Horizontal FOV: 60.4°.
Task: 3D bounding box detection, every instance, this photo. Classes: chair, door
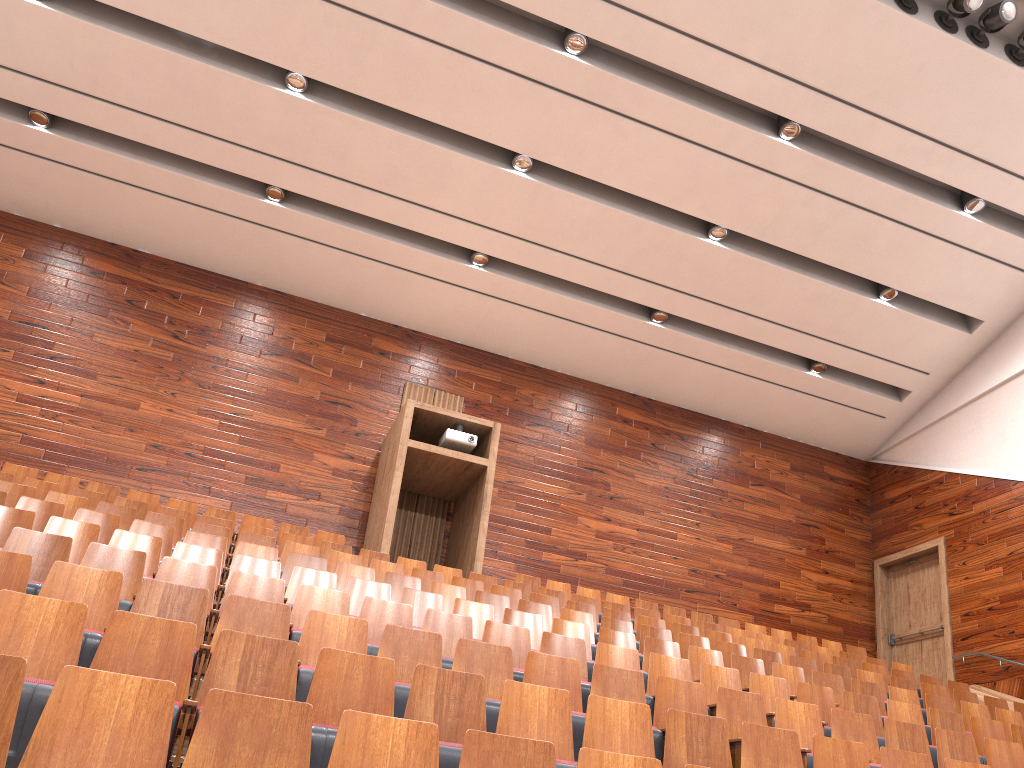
[{"bbox_3d":[0.022,0.190,0.569,1.193,0.355,0.802,15,-28,-16],"label":"chair"},{"bbox_3d":[0.585,0.354,1.269,0.024,0.228,0.145,14,-25,-15],"label":"door"}]

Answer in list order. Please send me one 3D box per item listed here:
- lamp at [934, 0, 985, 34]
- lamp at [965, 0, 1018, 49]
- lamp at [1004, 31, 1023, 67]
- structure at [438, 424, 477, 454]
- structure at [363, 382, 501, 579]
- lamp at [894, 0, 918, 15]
[{"bbox_3d":[0.444,-0.374,0.867,0.031,0.030,0.047,14,-27,-15],"label":"lamp"},{"bbox_3d":[0.482,-0.363,0.879,0.031,0.029,0.046,14,-27,-15],"label":"lamp"},{"bbox_3d":[0.529,-0.350,0.893,0.031,0.030,0.047,14,-27,-15],"label":"lamp"},{"bbox_3d":[-0.063,0.062,1.049,0.038,0.030,0.042,15,-27,-15],"label":"structure"},{"bbox_3d":[-0.099,0.122,1.079,0.118,0.313,0.149,14,-24,-15],"label":"structure"},{"bbox_3d":[0.397,-0.386,0.853,0.031,0.029,0.046,14,-27,-15],"label":"lamp"}]
